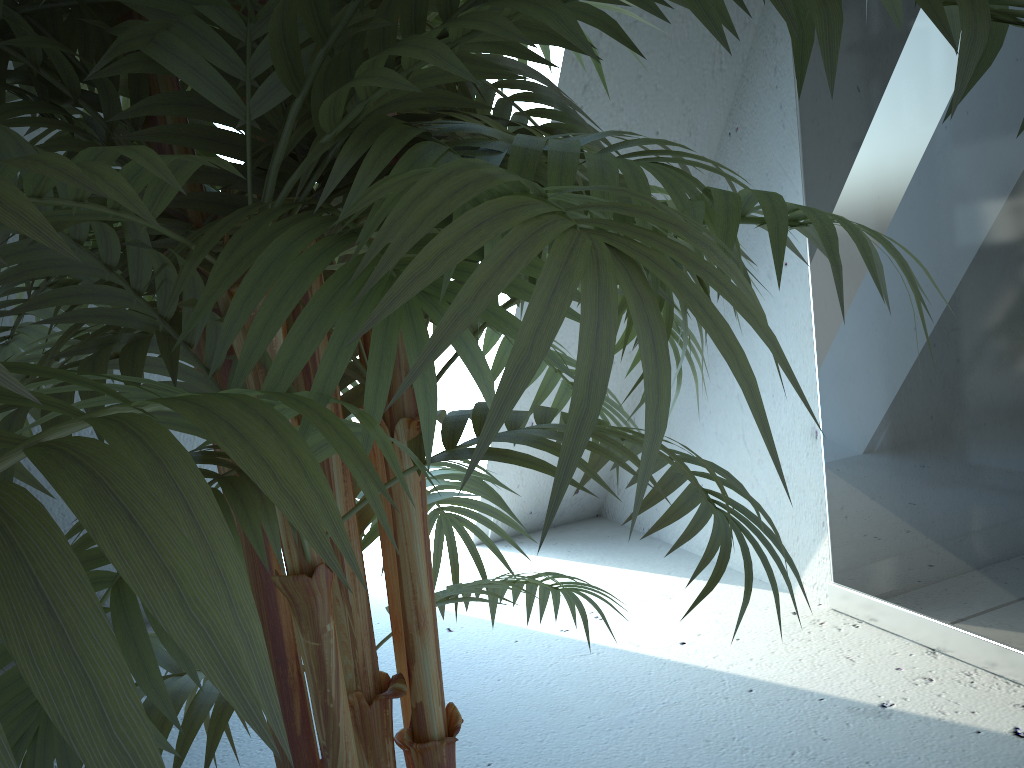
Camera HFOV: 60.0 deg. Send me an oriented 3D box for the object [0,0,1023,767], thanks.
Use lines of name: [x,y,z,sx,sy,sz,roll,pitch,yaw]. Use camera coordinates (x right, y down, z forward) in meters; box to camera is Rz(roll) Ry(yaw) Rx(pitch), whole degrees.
object: [-0.169,-0.301,0.551,1.020,2.034,0.980,-3,7,25]

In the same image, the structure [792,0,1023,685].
structure: [1.316,-0.572,1.100,1.184,2.114,1.835,-9,7,-23]
